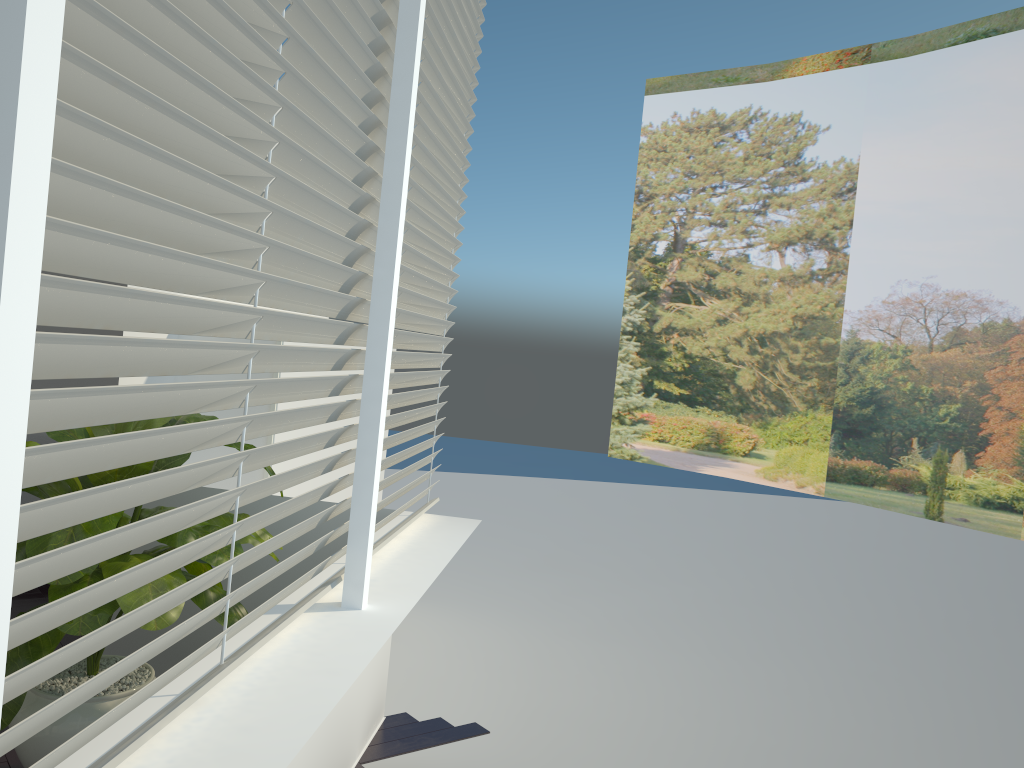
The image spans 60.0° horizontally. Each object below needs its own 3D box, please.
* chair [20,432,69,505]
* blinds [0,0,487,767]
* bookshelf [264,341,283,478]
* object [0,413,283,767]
[{"bbox_3d":[-2.576,0.591,5.110,0.944,0.816,1.156,6,2,-3],"label":"chair"},{"bbox_3d":[-0.388,-1.604,1.330,1.220,4.264,3.917,6,2,25],"label":"blinds"},{"bbox_3d":[-1.200,0.363,4.940,0.502,1.496,2.100,6,2,6],"label":"bookshelf"},{"bbox_3d":[-1.234,0.617,2.684,1.025,1.198,1.122,5,2,-15],"label":"object"}]
